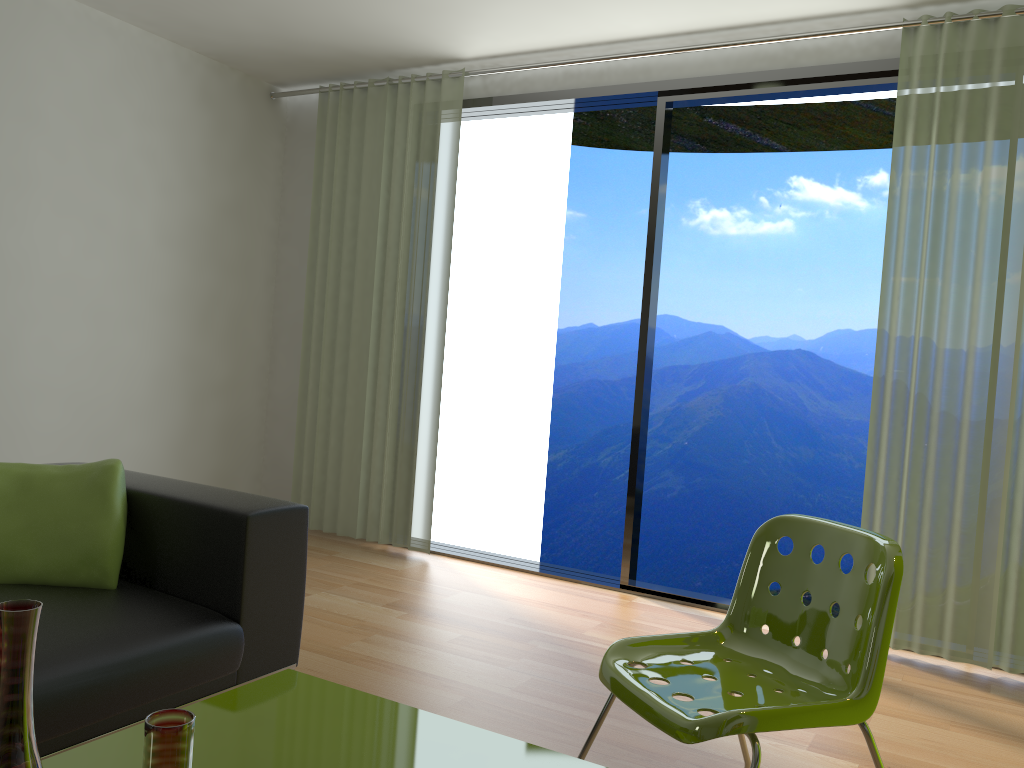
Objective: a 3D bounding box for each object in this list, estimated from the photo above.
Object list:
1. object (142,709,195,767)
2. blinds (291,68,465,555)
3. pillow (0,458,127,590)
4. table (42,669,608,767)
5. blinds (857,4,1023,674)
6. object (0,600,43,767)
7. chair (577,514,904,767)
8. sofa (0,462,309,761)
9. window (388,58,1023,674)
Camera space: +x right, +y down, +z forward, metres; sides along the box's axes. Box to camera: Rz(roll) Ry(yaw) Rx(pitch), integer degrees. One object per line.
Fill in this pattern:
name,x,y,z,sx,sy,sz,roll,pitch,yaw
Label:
object,-0.550,0.594,1.417,0.075,0.122,0.076,4,1,-26
blinds,-0.763,-0.413,4.938,1.012,2.568,0.067,5,1,29
pillow,-1.289,0.393,2.499,0.399,0.362,0.269,4,1,-12
table,-0.576,0.832,1.075,0.810,0.349,1.682,5,1,29
blinds,1.950,-0.178,3.416,1.012,2.568,0.067,5,1,29
object,-0.590,0.458,1.040,0.168,0.400,0.168,5,1,15
chair,0.503,0.686,1.945,0.546,0.759,0.640,4,1,-22
sofa,-1.648,0.595,1.698,1.061,0.639,2.583,5,1,29
window,0.861,-0.195,4.282,3.336,2.498,0.219,5,1,29
